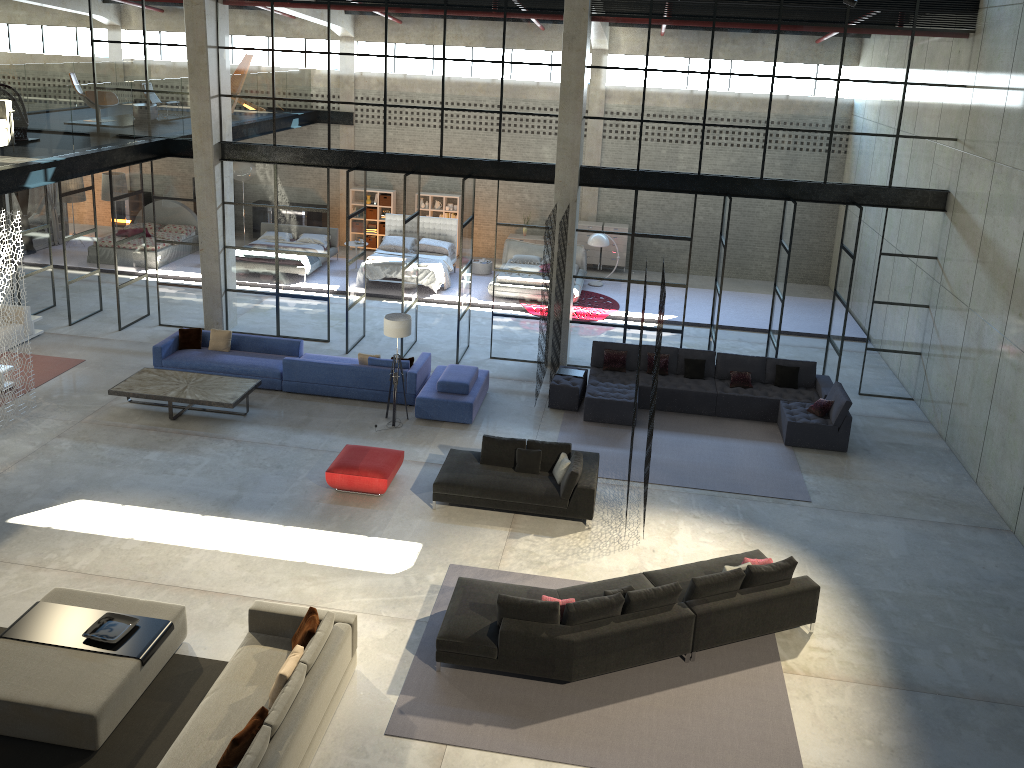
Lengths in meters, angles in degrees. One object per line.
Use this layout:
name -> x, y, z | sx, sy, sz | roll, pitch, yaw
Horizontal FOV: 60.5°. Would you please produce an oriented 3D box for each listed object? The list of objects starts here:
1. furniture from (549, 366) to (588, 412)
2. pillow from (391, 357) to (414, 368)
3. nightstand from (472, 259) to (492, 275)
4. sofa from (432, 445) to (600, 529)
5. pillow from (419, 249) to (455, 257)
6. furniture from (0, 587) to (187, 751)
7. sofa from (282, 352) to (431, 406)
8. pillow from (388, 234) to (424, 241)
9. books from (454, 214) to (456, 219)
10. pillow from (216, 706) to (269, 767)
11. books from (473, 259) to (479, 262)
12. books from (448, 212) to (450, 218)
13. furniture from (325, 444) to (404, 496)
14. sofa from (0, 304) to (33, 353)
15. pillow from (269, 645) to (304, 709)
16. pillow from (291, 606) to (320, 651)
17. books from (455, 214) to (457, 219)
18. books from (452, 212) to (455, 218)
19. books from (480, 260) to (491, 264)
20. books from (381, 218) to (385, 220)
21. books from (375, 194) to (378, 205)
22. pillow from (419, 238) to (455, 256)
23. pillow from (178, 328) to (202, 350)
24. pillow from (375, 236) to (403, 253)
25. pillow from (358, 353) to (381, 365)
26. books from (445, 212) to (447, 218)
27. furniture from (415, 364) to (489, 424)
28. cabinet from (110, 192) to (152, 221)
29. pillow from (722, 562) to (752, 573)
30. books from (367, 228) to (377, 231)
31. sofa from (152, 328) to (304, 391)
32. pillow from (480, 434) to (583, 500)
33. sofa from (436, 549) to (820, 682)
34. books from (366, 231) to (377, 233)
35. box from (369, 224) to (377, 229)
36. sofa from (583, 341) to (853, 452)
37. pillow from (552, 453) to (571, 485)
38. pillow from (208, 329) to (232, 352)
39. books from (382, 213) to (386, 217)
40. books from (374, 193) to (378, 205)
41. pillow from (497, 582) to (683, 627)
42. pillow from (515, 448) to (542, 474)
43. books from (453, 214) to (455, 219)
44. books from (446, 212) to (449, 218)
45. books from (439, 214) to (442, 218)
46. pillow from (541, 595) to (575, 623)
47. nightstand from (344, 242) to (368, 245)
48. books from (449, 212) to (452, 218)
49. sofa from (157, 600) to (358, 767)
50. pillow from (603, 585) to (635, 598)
furniture -> 0.977, 0.061, 15.115 | 0.510, 0.439, 0.996 | 7, 21, 12
pillow -> -1.861, -0.304, 14.848 | 0.398, 0.358, 0.269 | -1, 17, -13
nightstand -> -0.802, -3.038, 22.782 | 0.579, 0.289, 0.499 | 4, 20, 4
sofa -> 0.077, 1.285, 11.721 | 2.108, 0.542, 1.124 | 6, 20, 8
pillow -> -1.946, -3.423, 22.232 | 0.960, 0.319, 0.743 | 6, 20, 8
furniture -> -4.059, 2.576, 8.126 | 1.449, 0.385, 1.598 | 6, 21, 7
sofa -> -2.651, -0.261, 15.131 | 2.338, 0.698, 1.095 | 6, 19, 8
pillow -> -2.754, -3.618, 22.455 | 1.054, 0.311, 0.508 | 6, 20, 7
books -> -1.578, -4.573, 24.387 | 0.027, 0.278, 0.262 | 5, 18, 7
pillow -> -2.107, 2.788, 6.900 | 0.270, 0.345, 0.424 | 8, 19, 17
books -> -0.929, -3.200, 22.784 | 0.134, 0.020, 0.200 | 6, 21, 7
books -> -1.730, -4.615, 24.420 | 0.065, 0.322, 0.262 | 5, 17, 7
furniture -> -1.996, 1.169, 12.008 | 0.855, 0.363, 0.889 | 6, 20, 7
sofa -> -9.751, -0.832, 15.775 | 0.943, 0.644, 2.232 | 5, 21, 7
pillow -> -1.951, 2.531, 7.577 | 0.207, 0.368, 0.417 | 5, 18, 8
pillow -> -1.910, 2.329, 8.109 | 0.259, 0.358, 0.414 | -1, 19, -13
books -> -1.556, -4.560, 24.377 | 0.022, 0.265, 0.262 | 5, 18, 7
books -> -1.627, -4.596, 24.389 | 0.036, 0.321, 0.262 | 5, 17, 7
books -> -0.692, -3.166, 22.699 | 0.229, 0.045, 0.312 | 8, 22, 13
books -> -3.520, -4.673, 24.691 | 0.256, 0.069, 0.222 | 6, 21, 7
books -> -3.762, -5.199, 24.615 | 0.087, 0.309, 0.262 | 5, 17, 7
pillow -> -1.958, -3.485, 22.137 | 0.980, 0.282, 0.719 | 6, 21, 10
pillow -> -5.739, -0.809, 15.655 | 0.398, 0.358, 0.269 | -1, 17, -13
pillow -> -2.894, -3.514, 22.174 | 1.028, 0.361, 0.691 | 7, 20, 11
pillow -> -2.407, -0.348, 14.881 | 0.402, 0.368, 0.214 | 6, 16, 9
books -> -1.818, -4.616, 24.415 | 0.069, 0.323, 0.262 | 5, 17, 7
furniture -> -0.970, 0.059, 14.652 | 0.950, 0.535, 1.598 | 5, 21, 7
cabinet -> -11.170, -5.066, 25.780 | 1.042, 1.121, 0.466 | 5, 15, 8
pillow -> 2.375, 2.040, 9.365 | 0.342, 0.290, 0.229 | -3, 18, -18
books -> -3.943, -4.379, 24.844 | 0.282, 0.053, 0.239 | 6, 21, 7
sofa -> -4.969, -0.448, 15.475 | 2.338, 0.584, 1.095 | 6, 20, 8
pillow -> 0.367, 1.009, 11.720 | 1.611, 0.404, 0.759 | 18, 25, 35
sofa -> 1.196, 2.354, 9.123 | 4.068, 0.544, 1.529 | -2, 21, -13
books -> -3.946, -4.327, 24.857 | 0.309, 0.053, 0.239 | 6, 21, 7
box -> -3.938, -4.463, 24.844 | 0.213, 0.105, 0.136 | 6, 19, 8
sofa -> 3.335, 0.122, 14.703 | 4.154, 0.840, 1.898 | 6, 20, 8
pillow -> 0.663, 1.108, 11.535 | 0.208, 0.304, 0.355 | -1, 19, -13
pillow -> -5.193, -0.773, 15.620 | 0.402, 0.368, 0.214 | 6, 16, 9
books -> -3.517, -4.747, 24.672 | 0.256, 0.045, 0.222 | 6, 21, 7
books -> -3.795, -5.203, 24.620 | 0.087, 0.309, 0.262 | 5, 17, 7
pillow -> 0.777, 2.234, 8.638 | 1.893, 0.405, 0.451 | -2, 19, -12
pillow -> 0.222, 1.023, 11.708 | 0.343, 0.297, 0.194 | 5, 16, 5
books -> -1.600, -4.578, 24.408 | 0.020, 0.271, 0.262 | 5, 18, 7
books -> -1.772, -4.613, 24.408 | 0.059, 0.322, 0.262 | 5, 17, 7
books -> -2.001, -4.591, 24.398 | 0.089, 0.266, 0.193 | 5, 17, 7
pillow -> 0.447, 2.215, 8.649 | 0.341, 0.297, 0.206 | 4, 17, 4
nightstand -> -3.973, -3.242, 22.385 | 0.602, 0.675, 0.624 | -3, 19, -19
books -> -1.701, -4.610, 24.397 | 0.056, 0.329, 0.262 | 5, 17, 7
sofa -> -2.173, 2.789, 7.391 | 1.054, 0.696, 2.429 | 5, 21, 7
pillow -> 1.051, 2.178, 8.814 | 0.356, 0.309, 0.204 | -5, 18, -23
